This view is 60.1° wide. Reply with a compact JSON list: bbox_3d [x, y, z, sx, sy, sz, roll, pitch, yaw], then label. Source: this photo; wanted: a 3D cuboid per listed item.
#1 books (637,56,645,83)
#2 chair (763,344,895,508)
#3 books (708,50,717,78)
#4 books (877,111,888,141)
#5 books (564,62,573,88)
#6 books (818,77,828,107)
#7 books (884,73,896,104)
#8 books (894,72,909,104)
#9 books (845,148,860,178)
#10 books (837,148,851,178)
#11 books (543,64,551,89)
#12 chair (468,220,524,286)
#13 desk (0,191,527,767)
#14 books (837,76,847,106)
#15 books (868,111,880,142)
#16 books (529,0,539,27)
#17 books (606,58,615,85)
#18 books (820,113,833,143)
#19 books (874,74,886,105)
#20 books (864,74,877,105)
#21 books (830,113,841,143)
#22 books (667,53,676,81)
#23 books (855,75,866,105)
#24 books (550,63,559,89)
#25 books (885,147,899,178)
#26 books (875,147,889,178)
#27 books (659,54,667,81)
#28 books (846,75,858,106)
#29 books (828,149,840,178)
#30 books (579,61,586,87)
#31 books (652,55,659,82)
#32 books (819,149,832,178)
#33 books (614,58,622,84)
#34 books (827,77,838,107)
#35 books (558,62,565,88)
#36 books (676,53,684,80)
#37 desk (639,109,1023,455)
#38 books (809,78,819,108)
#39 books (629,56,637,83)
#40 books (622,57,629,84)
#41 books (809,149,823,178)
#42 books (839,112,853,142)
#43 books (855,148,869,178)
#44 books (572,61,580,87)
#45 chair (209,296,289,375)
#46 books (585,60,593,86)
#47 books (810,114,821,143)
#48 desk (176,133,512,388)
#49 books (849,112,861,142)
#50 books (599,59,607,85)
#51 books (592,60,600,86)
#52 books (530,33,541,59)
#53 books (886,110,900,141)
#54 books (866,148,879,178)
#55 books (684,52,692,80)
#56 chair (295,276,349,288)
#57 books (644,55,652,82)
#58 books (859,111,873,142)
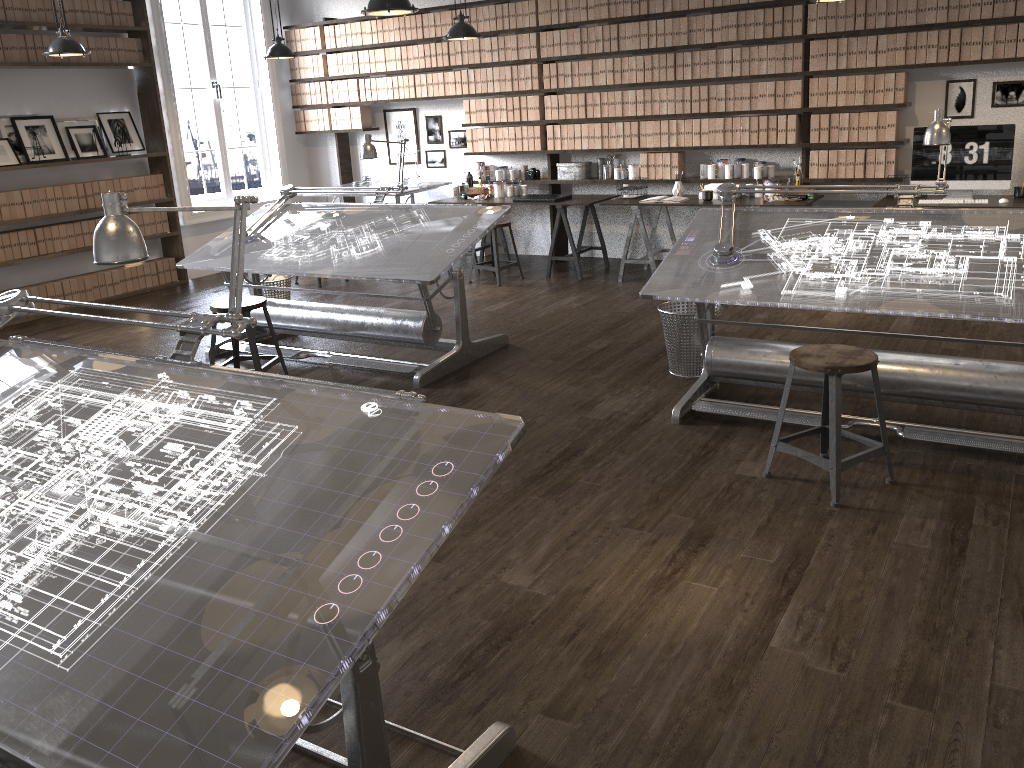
[{"bbox_3d":[1.139,-2.705,7.625,0.067,0.223,0.176,6,18,30],"label":"books"},{"bbox_3d":[1.242,0.139,3.451,0.360,0.521,0.375,-12,18,-29],"label":"chair"},{"bbox_3d":[1.679,-2.636,7.306,0.067,0.223,0.176,6,18,30],"label":"books"},{"bbox_3d":[2.849,-1.972,6.778,0.067,0.222,0.176,6,18,30],"label":"books"},{"bbox_3d":[0.545,-2.782,7.979,0.067,0.223,0.176,6,18,30],"label":"books"},{"bbox_3d":[2.453,-2.282,6.933,0.067,0.223,0.176,6,18,30],"label":"books"},{"bbox_3d":[2.864,-2.228,6.686,0.067,0.223,0.176,6,18,30],"label":"books"},{"bbox_3d":[2.928,-2.222,6.654,0.067,0.223,0.176,6,18,30],"label":"books"},{"bbox_3d":[2.676,-1.733,6.963,0.067,0.222,0.176,6,18,30],"label":"books"},{"bbox_3d":[2.619,-1.740,6.994,0.067,0.222,0.176,6,18,30],"label":"books"},{"bbox_3d":[0.358,-2.808,8.094,0.067,0.222,0.176,6,18,30],"label":"books"},{"bbox_3d":[-0.153,-1.155,7.781,0.373,0.521,0.362,10,20,38],"label":"chair"},{"bbox_3d":[-1.011,0.262,2.067,2.074,1.368,1.088,7,19,30],"label":"desk"},{"bbox_3d":[2.574,-2.266,6.859,0.067,0.222,0.176,6,18,30],"label":"books"},{"bbox_3d":[2.789,-1.978,6.808,0.067,0.223,0.176,6,18,30],"label":"books"},{"bbox_3d":[0.229,-3.343,8.002,0.067,0.223,0.176,6,18,30],"label":"books"},{"bbox_3d":[0.897,-2.737,7.769,0.067,0.223,0.176,6,18,30],"label":"books"},{"bbox_3d":[2.485,-2.017,6.989,0.067,0.223,0.176,6,18,30],"label":"books"},{"bbox_3d":[2.806,-2.237,6.725,0.067,0.223,0.176,6,18,30],"label":"books"},{"bbox_3d":[2.745,-2.245,6.761,0.067,0.223,0.176,6,18,30],"label":"books"},{"bbox_3d":[2.552,-2.011,6.956,0.067,0.223,0.176,6,18,30],"label":"books"},{"bbox_3d":[1.375,-2.675,7.487,0.067,0.223,0.176,6,18,30],"label":"books"},{"bbox_3d":[2.684,-2.251,6.791,0.067,0.223,0.176,6,18,30],"label":"books"},{"bbox_3d":[0.419,-2.798,8.052,0.067,0.223,0.176,6,18,30],"label":"books"},{"bbox_3d":[2.925,-1.701,6.815,0.067,0.223,0.176,6,18,30],"label":"books"},{"bbox_3d":[2.862,-1.707,6.847,0.067,0.223,0.176,6,18,30],"label":"books"},{"bbox_3d":[1.314,-2.685,7.529,0.067,0.222,0.176,6,18,30],"label":"books"},{"bbox_3d":[2.629,-2.260,6.828,0.067,0.222,0.176,6,18,30],"label":"books"},{"bbox_3d":[2.562,-1.745,7.023,0.067,0.223,0.176,6,18,30],"label":"books"},{"bbox_3d":[0.668,-2.768,7.910,0.067,0.223,0.176,6,18,30],"label":"books"},{"bbox_3d":[1.257,-2.692,7.560,0.067,0.222,0.176,6,18,30],"label":"books"},{"bbox_3d":[2.500,-1.753,7.059,0.067,0.223,0.176,6,18,30],"label":"books"},{"bbox_3d":[0.959,-2.730,7.737,0.067,0.223,0.176,6,18,30],"label":"books"},{"bbox_3d":[2.511,-2.274,6.894,0.067,0.223,0.176,6,18,30],"label":"books"},{"bbox_3d":[0.486,-2.791,8.019,0.067,0.223,0.176,6,18,30],"label":"books"},{"bbox_3d":[1.442,-2.669,7.453,0.067,0.223,0.176,6,18,30],"label":"books"},{"bbox_3d":[1.742,-0.525,4.024,2.074,1.368,1.088,7,19,30],"label":"desk"},{"bbox_3d":[2.394,-2.291,6.970,0.067,0.223,0.176,6,18,30],"label":"books"},{"bbox_3d":[1.078,-2.714,7.665,0.067,0.223,0.176,6,18,30],"label":"books"},{"bbox_3d":[1.020,-2.723,7.703,0.067,0.223,0.176,6,18,30],"label":"books"},{"bbox_3d":[2.440,-1.762,7.099,0.067,0.223,0.176,6,18,30],"label":"books"},{"bbox_3d":[2.611,-2.001,6.916,0.067,0.223,0.176,6,18,30],"label":"books"},{"bbox_3d":[2.737,-1.723,6.921,0.067,0.223,0.176,6,18,30],"label":"books"},{"bbox_3d":[0.607,-2.776,7.946,0.067,0.223,0.176,6,18,30],"label":"books"},{"bbox_3d":[-1.534,-0.215,5.084,0.358,0.521,0.377,-1,16,10],"label":"chair"},{"bbox_3d":[0.723,-2.759,7.871,0.067,0.223,0.176,6,18,30],"label":"books"},{"bbox_3d":[2.424,-2.027,7.031,0.067,0.222,0.176,6,18,30],"label":"books"},{"bbox_3d":[-1.133,-0.894,5.724,2.285,1.368,1.088,7,19,30],"label":"desk"},{"bbox_3d":[2.673,-1.995,6.883,0.067,0.223,0.176,6,18,30],"label":"books"},{"bbox_3d":[0.836,-2.745,7.808,0.067,0.222,0.176,6,18,30],"label":"books"},{"bbox_3d":[0.783,-2.753,7.841,0.067,0.222,0.176,6,18,30],"label":"books"},{"bbox_3d":[0.240,-3.081,8.078,0.067,0.223,0.176,6,18,30],"label":"books"},{"bbox_3d":[2.902,-1.964,6.745,0.067,0.222,0.176,6,18,30],"label":"books"},{"bbox_3d":[2.804,-1.717,6.887,0.067,0.223,0.176,6,18,30],"label":"books"},{"bbox_3d":[1.501,-2.659,7.413,0.067,0.223,0.176,6,18,30],"label":"books"},{"bbox_3d":[-1.784,-1.189,8.193,0.373,0.521,0.362,10,20,38],"label":"chair"},{"bbox_3d":[1.200,-2.697,7.588,0.067,0.223,0.176,6,18,30],"label":"books"},{"bbox_3d":[2.734,-1.987,6.847,0.067,0.223,0.176,6,18,30],"label":"books"}]
